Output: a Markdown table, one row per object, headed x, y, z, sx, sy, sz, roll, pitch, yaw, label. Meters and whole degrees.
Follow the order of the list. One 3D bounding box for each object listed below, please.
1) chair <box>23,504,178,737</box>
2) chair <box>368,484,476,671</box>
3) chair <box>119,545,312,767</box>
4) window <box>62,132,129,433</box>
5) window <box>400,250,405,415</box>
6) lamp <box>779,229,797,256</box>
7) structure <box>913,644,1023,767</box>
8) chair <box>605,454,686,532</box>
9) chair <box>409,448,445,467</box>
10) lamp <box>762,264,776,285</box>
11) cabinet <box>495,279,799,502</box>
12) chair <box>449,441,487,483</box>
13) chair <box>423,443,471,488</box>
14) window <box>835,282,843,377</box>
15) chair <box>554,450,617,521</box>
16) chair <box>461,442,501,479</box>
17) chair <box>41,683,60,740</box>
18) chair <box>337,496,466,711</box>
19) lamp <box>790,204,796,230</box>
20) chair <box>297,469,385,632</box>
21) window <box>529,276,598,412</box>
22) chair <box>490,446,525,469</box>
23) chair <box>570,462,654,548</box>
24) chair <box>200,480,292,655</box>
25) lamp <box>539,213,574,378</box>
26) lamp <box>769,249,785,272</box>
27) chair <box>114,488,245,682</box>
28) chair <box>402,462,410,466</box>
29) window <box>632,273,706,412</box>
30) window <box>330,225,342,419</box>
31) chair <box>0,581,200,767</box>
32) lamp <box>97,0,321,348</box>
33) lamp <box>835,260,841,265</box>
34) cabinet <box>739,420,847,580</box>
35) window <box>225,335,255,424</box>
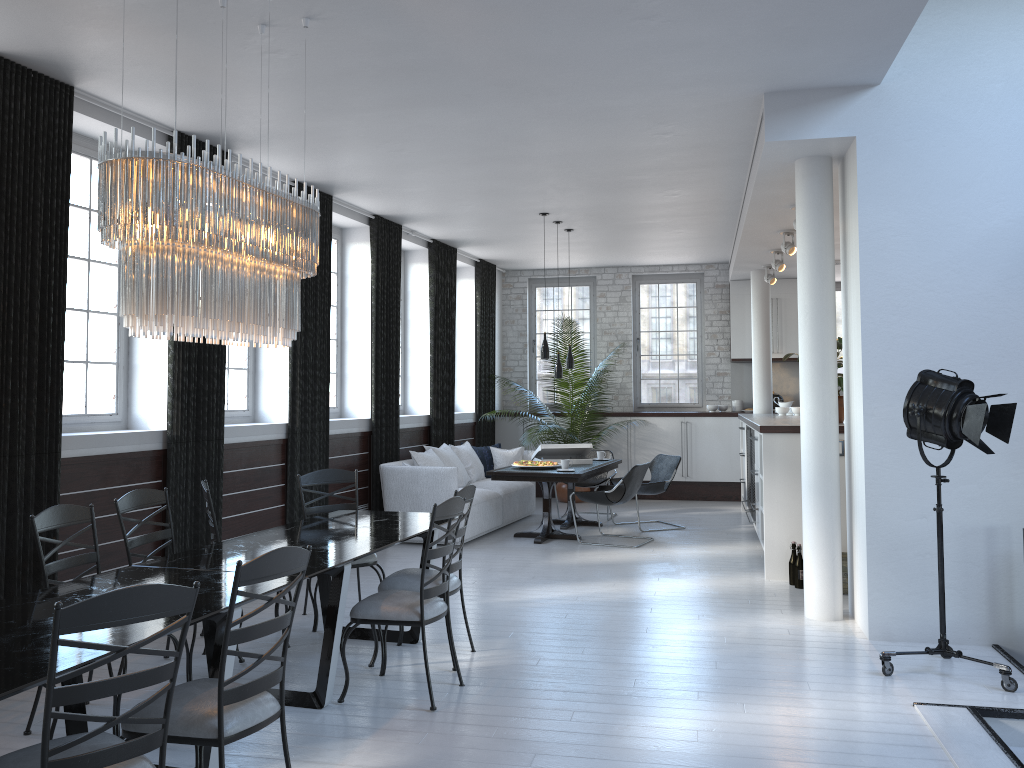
| x | y | z | sx | sy | sz | roll | pitch | yaw | label |
| --- | --- | --- | --- | --- | --- | --- | --- | --- | --- |
| -1.830 | 1.029 | 3.978 | 0.503 | 0.957 | 0.490 | -1 | -3 | 11 | chair |
| -0.477 | 1.040 | 4.906 | 0.503 | 0.966 | 0.495 | -1 | -3 | 12 | chair |
| -0.990 | 1.018 | 2.934 | 0.503 | 0.966 | 0.495 | -1 | -3 | 20 | chair |
| -2.890 | -0.675 | 5.843 | 0.133 | 1.995 | 1.032 | -1 | -3 | 18 | window |
| -1.456 | -0.628 | 10.238 | 0.133 | 1.995 | 1.032 | -1 | -3 | 18 | window |
| 2.647 | -1.344 | 8.473 | 0.183 | 0.239 | 0.183 | -1 | -2 | 15 | lamp |
| 3.878 | 0.311 | 2.590 | 4.615 | 3.359 | 4.483 | -1 | -2 | 12 | structure |
| 1.469 | 1.175 | 9.697 | 0.664 | 0.779 | 0.670 | 1 | -2 | -23 | chair |
| -0.838 | 0.909 | 9.350 | 0.360 | 0.437 | 0.529 | -1 | -2 | 20 | chair |
| 3.133 | -1.318 | 10.746 | 0.183 | 0.239 | 0.183 | -1 | -2 | 15 | lamp |
| 2.602 | 0.051 | 9.120 | 7.228 | 3.006 | 7.290 | 0 | -1 | 12 | cabinet |
| -0.532 | 0.904 | 10.258 | 0.374 | 0.466 | 0.564 | -1 | -2 | 19 | chair |
| -0.692 | 0.920 | 9.800 | 0.392 | 0.507 | 0.596 | -1 | -2 | 19 | chair |
| 4.753 | -0.696 | 12.283 | 1.298 | 1.461 | 0.133 | -1 | -3 | 12 | window |
| 0.894 | 1.187 | 10.479 | 0.671 | 0.779 | 0.664 | -1 | -2 | 17 | chair |
| -0.377 | 0.944 | 10.680 | 0.624 | 0.500 | 0.333 | 1 | -3 | -38 | chair |
| -2.047 | 1.027 | 3.307 | 0.503 | 0.966 | 0.495 | -1 | -3 | 20 | chair |
| -0.519 | 1.033 | 4.342 | 0.503 | 0.966 | 0.495 | -1 | -3 | 17 | chair |
| 2.404 | -1.357 | 7.336 | 0.183 | 0.239 | 0.183 | -1 | -2 | 15 | lamp |
| -1.119 | 1.053 | 5.768 | 0.496 | 0.966 | 0.502 | 1 | -3 | -25 | chair |
| 0.756 | -0.589 | 13.130 | 1.033 | 1.995 | 0.133 | -1 | -3 | 12 | window |
| -0.041 | 0.968 | 10.671 | 0.457 | 0.439 | 0.219 | 0 | -3 | -18 | chair |
| 1.003 | 1.166 | 8.761 | 0.664 | 0.779 | 0.670 | -1 | -2 | 27 | chair |
| -1.585 | 1.049 | 5.253 | 0.503 | 0.966 | 0.495 | 1 | -3 | -21 | chair |
| 0.494 | -0.989 | 9.532 | 0.114 | 1.856 | 1.054 | -1 | -3 | 19 | lamp |
| 2.890 | -1.331 | 9.609 | 0.183 | 0.239 | 0.183 | -1 | -2 | 15 | lamp |
| -1.749 | 1.042 | 4.661 | 0.503 | 0.966 | 0.495 | -1 | -3 | 16 | chair |
| -0.960 | 0.983 | 8.818 | 0.234 | 0.395 | 0.467 | 1 | -2 | -20 | chair |
| 3.656 | -0.874 | 17.131 | 8.134 | 6.081 | 9.134 | -1 | -1 | 12 | window |
| -1.936 | -0.644 | 8.774 | 0.133 | 1.995 | 1.032 | -1 | -3 | 18 | window |
| -1.199 | 1.012 | 2.422 | 0.503 | 0.966 | 0.496 | -2 | -3 | 36 | chair |
| -1.280 | -0.995 | 3.919 | 0.440 | 1.629 | 1.271 | -1 | -2 | 17 | lamp |
| 3.804 | -1.435 | 10.489 | 0.328 | 0.025 | 0.328 | 0 | -1 | -13 | lamp |
| 3.091 | 0.961 | 8.824 | 1.500 | 1.173 | 4.164 | -1 | -1 | 12 | cabinet |
| -2.412 | -0.659 | 7.309 | 0.133 | 1.995 | 1.032 | -1 | -3 | 18 | window |
